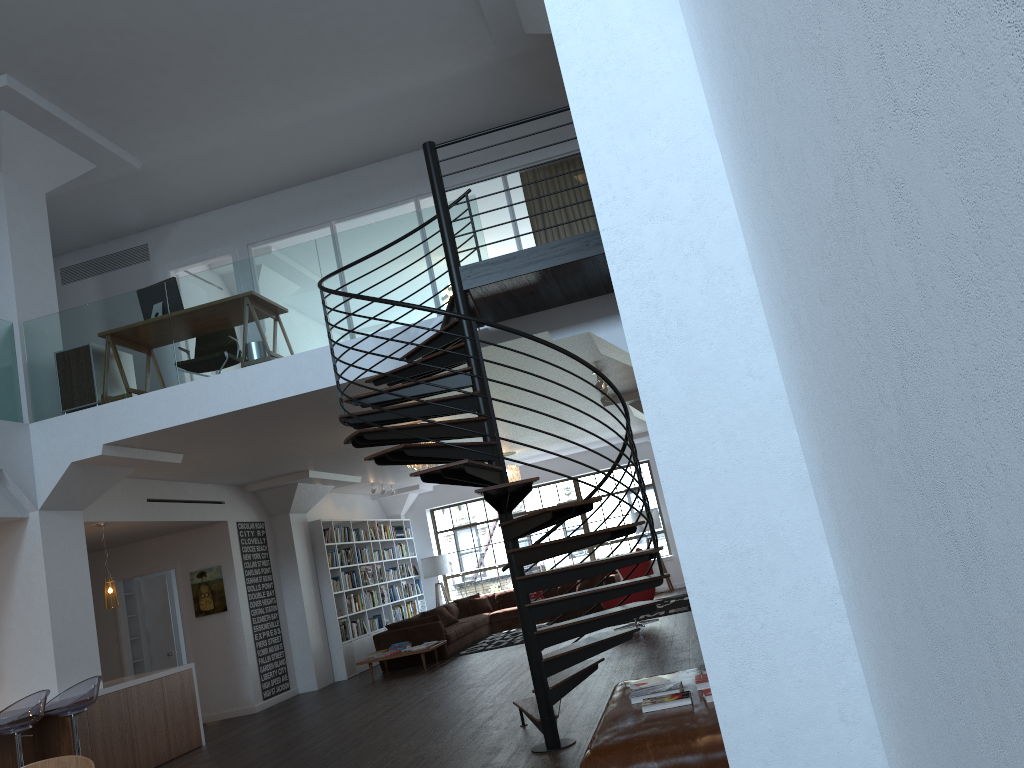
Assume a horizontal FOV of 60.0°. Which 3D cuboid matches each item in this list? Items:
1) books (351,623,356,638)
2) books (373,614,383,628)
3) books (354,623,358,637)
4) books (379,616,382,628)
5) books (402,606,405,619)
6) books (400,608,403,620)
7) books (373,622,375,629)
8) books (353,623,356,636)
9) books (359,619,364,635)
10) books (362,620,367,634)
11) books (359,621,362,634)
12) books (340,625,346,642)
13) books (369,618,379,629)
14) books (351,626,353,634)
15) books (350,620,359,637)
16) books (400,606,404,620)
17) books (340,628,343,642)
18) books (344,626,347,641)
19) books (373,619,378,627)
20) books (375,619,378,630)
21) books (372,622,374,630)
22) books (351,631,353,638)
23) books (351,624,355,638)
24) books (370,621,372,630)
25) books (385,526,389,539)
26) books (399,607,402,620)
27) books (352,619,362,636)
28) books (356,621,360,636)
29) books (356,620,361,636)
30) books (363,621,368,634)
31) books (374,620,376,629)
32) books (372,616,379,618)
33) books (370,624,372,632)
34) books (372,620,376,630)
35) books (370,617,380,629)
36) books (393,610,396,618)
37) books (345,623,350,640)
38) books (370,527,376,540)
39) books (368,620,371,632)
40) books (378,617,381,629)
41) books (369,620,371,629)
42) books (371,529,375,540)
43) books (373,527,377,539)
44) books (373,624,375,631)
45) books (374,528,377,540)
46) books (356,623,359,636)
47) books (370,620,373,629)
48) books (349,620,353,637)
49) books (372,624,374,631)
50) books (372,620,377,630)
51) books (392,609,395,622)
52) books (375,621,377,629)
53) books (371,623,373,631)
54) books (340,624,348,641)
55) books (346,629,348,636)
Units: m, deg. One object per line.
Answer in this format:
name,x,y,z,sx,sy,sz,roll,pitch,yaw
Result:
books,-2.572,3.901,13.987,0.176,0.231,0.053,-14,-11,9
books,-2.306,4.096,15.282,0.140,0.231,0.042,-14,-11,9
books,-2.543,3.922,14.056,0.161,0.223,0.030,-14,-11,8
books,-2.316,4.096,15.197,0.146,0.202,0.027,-14,-11,9
books,-2.082,4.254,16.419,0.180,0.259,0.060,-14,-11,8
books,-2.107,4.246,16.299,0.174,0.240,0.045,-14,-11,8
books,-2.365,4.072,14.882,0.110,0.153,0.018,-14,-11,9
books,-2.556,3.910,14.027,0.161,0.223,0.033,-14,-11,9
books,-2.501,3.941,14.328,0.183,0.253,0.042,-14,-11,9
books,-2.482,3.963,14.414,0.174,0.236,0.142,-14,-11,8
books,-2.523,3.950,14.288,0.168,0.231,0.045,-14,-11,9
books,-2.647,3.830,13.557,0.174,0.240,0.054,-14,-11,9
books,-2.341,4.081,15.058,0.139,0.191,0.036,-14,-11,9
books,-2.587,3.881,13.916,0.160,0.251,0.031,-14,-11,9
books,-2.552,3.906,14.098,0.183,0.253,0.042,-14,-11,9
books,-2.090,4.243,16.337,0.183,0.253,0.034,-14,-11,8
books,-2.672,3.816,13.488,0.160,0.251,0.031,-14,-11,9
books,-2.627,3.848,13.628,0.161,0.223,0.032,-14,-11,9
books,-2.343,4.082,15.028,0.128,0.178,0.021,-14,-11,9
books,-2.348,4.081,15.001,0.126,0.173,0.032,-14,-11,9
books,-2.378,4.058,14.849,0.109,0.171,0.018,-14,-11,9
books,-2.598,3.852,13.828,0.174,0.278,0.054,-14,-11,9
books,-2.569,3.896,13.942,0.161,0.223,0.032,-14,-11,9
books,-2.398,4.042,14.760,0.128,0.178,0.022,-14,-11,9
books,-2.414,2.802,16.598,0.183,0.253,0.034,-14,-11,9
books,-2.116,4.231,16.224,0.171,0.246,0.057,-14,-11,8
books,-2.524,3.927,14.246,0.180,0.259,0.042,-14,-11,9
books,-2.533,3.920,14.167,0.171,0.246,0.039,-14,-11,9
books,-2.528,3.925,14.206,0.160,0.251,0.039,-14,-11,9
books,-2.461,3.984,14.466,0.161,0.207,0.135,-14,-11,8
books,-2.352,4.073,14.927,0.106,0.162,0.032,-14,-11,9
books,-2.325,4.104,15.238,0.144,0.207,0.048,-14,-11,9
books,-2.411,4.030,14.743,0.127,0.200,0.020,-14,-11,9
books,-2.364,4.068,14.902,0.120,0.167,0.020,-14,-11,9
books,-2.341,4.081,15.091,0.146,0.202,0.027,-14,-11,9
books,-2.179,4.198,15.948,0.168,0.231,0.037,-14,-11,8
books,-2.620,3.855,13.749,0.180,0.251,0.048,-14,-11,9
books,-2.550,2.703,15.929,0.160,0.251,0.031,-14,-11,9
books,-2.421,4.022,14.670,0.139,0.191,0.036,-14,-11,9
books,-2.327,4.083,15.116,0.146,0.202,0.027,-14,-11,9
books,-2.416,4.026,14.710,0.136,0.196,0.045,-14,-11,9
books,-2.550,2.710,15.845,0.161,0.207,0.130,-14,-11,8
books,-2.534,2.712,15.993,0.160,0.251,0.039,-14,-11,9
books,-2.367,4.068,14.864,0.110,0.153,0.019,-14,-11,9
books,-2.532,2.718,15.955,0.161,0.223,0.032,-14,-11,9
books,-2.539,3.926,14.130,0.161,0.223,0.033,-14,-11,9
books,-2.398,4.048,14.808,0.134,0.184,0.030,-14,-11,9
books,-2.606,3.861,13.882,0.198,0.284,0.049,-14,-11,9
books,-2.391,4.054,14.832,0.128,0.178,0.022,-14,-11,9
books,-2.348,4.074,14.951,0.107,0.167,0.017,-14,-11,9
books,-2.201,4.172,15.847,0.183,0.253,0.034,-14,-11,8
books,-2.353,4.078,14.974,0.122,0.169,0.023,-14,-11,9
books,-2.396,4.046,14.782,0.128,0.178,0.021,-14,-11,9
books,-2.637,3.842,13.669,0.183,0.253,0.042,-14,-11,9
books,-2.625,3.862,13.702,0.161,0.223,0.033,-14,-11,9
